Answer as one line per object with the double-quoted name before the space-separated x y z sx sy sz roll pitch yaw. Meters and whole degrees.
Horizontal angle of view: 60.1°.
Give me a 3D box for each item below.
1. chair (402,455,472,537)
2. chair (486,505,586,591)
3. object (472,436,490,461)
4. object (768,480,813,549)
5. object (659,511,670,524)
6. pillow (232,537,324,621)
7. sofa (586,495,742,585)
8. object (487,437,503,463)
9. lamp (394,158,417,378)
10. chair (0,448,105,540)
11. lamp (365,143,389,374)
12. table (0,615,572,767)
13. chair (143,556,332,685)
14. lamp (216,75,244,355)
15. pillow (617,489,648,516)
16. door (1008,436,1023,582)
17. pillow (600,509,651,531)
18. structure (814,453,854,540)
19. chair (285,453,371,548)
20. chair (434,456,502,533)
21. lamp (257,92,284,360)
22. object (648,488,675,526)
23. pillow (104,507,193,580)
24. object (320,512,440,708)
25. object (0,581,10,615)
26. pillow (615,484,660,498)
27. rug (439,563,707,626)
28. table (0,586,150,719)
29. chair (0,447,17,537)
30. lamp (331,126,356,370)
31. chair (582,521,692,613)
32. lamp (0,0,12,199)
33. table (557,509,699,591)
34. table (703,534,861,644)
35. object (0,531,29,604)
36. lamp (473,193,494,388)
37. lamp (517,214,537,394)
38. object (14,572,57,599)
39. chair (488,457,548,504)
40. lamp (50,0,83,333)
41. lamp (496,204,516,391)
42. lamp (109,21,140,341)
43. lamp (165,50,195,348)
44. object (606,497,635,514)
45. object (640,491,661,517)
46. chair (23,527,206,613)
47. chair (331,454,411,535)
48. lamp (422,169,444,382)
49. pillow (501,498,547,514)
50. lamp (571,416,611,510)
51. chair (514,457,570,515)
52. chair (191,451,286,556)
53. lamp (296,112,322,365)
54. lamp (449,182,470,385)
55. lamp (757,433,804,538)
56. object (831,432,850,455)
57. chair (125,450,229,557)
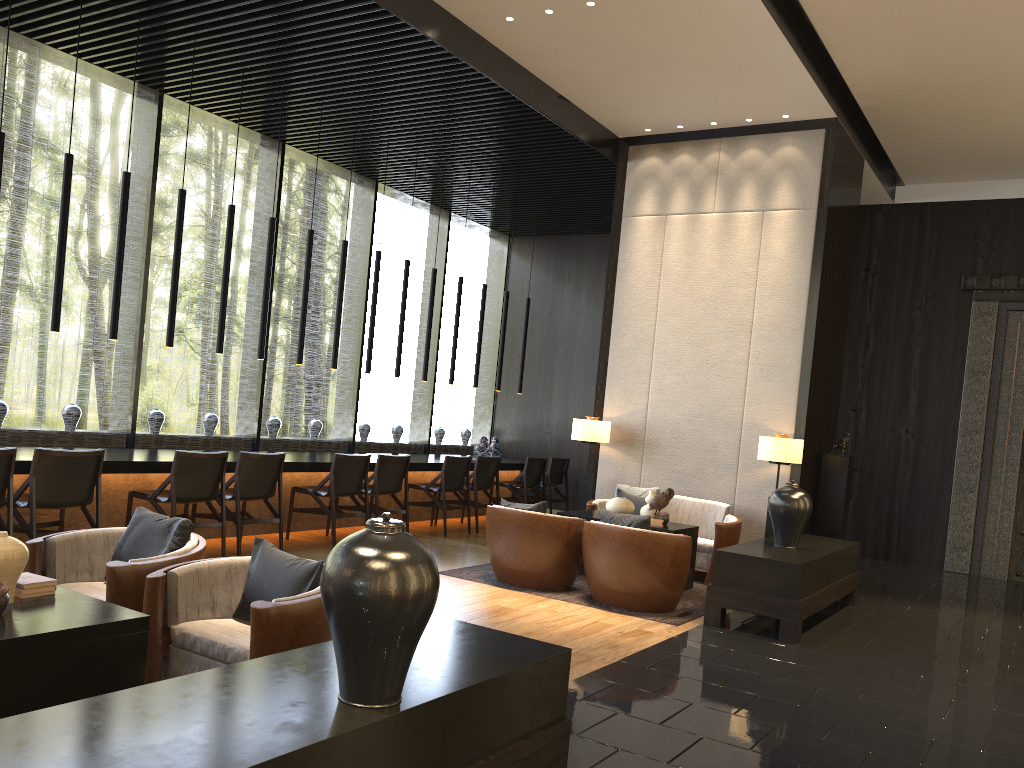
"chair" -0.753 1.144 9.331 0.561 0.828 0.527 6 1 32
"chair" 0.125 1.251 6.824 0.801 0.605 0.607 5 0 32
"object" -0.360 0.779 10.636 0.207 0.310 0.162 5 1 12
"object" 2.041 0.953 6.512 0.311 0.493 0.312 6 1 21
"object" 1.254 1.097 7.288 0.091 0.112 0.091 5 0 -5
"pillow" -0.938 0.829 3.639 0.440 0.338 0.205 5 0 39
"sofa" 1.372 1.366 8.068 1.445 0.694 0.604 5 0 32
"object" -0.223 0.798 10.846 0.164 0.313 0.208 5 1 -33
"lamp" -1.123 -1.273 9.489 0.060 2.423 0.060 6 2 27
"chair" -3.004 0.809 5.738 0.561 0.828 0.527 6 1 32
"lamp" -1.373 -1.310 9.091 0.060 2.423 0.060 6 2 27
"table" -0.577 1.070 2.380 0.618 0.513 1.964 5 -2 32
"chair" -1.024 1.031 3.545 0.801 0.605 0.607 5 0 32
"lamp" -2.374 -1.459 7.493 0.060 2.423 0.060 6 2 37
"pillow" 1.163 1.168 8.139 0.470 0.361 0.219 5 0 29
"door" 6.147 0.868 9.406 1.283 2.700 0.052 6 1 32
"pillow" 0.803 1.079 6.265 0.398 0.362 0.222 5 0 33
"structure" 3.018 1.268 8.355 0.239 1.219 0.240 6 2 32
"chair" -1.610 1.016 7.964 0.561 0.828 0.527 6 1 32
"chair" -0.448 1.189 9.819 0.561 0.828 0.527 6 1 32
"lamp" -2.133 -1.423 7.877 0.060 2.423 0.060 6 2 27
"object" 1.188 0.988 7.170 0.229 0.310 0.173 5 1 -12
"pillow" -1.661 0.772 4.093 0.398 0.362 0.222 5 0 33
"object" -0.352 0.585 2.336 0.312 0.493 0.310 5 1 -39
"object" -1.632 0.672 2.788 0.091 0.112 0.091 5 0 -5
"pillow" 1.162 1.154 8.324 0.432 0.400 0.201 5 1 10
"rug" 0.841 1.637 7.390 2.036 0.008 2.246 4 -2 32
"table" -1.823 0.977 2.997 1.039 0.518 0.577 5 -1 32
"chair" -3.309 0.763 5.251 0.561 0.828 0.527 6 1 32
"lamp" -1.637 -1.349 8.669 0.060 2.423 0.060 6 2 27
"chair" 0.846 1.304 6.370 0.801 0.605 0.607 5 0 32
"lamp" -3.394 -1.611 5.866 0.060 2.423 0.060 6 2 37
"table" 0.944 1.389 7.414 1.039 0.518 0.577 5 -1 32
"table" 2.100 1.468 6.653 0.618 0.513 1.964 5 -2 32
"object" -1.705 0.608 2.943 0.171 0.236 0.170 5 0 -23
"lamp" -0.334 -1.155 10.749 0.060 2.423 0.060 6 2 27
"lamp" 0.210 -1.075 11.617 0.060 2.423 0.060 6 2 27
"object" -1.711 0.706 3.108 0.173 0.051 0.138 4 -2 28
"chair" 0.104 1.271 10.699 0.561 0.828 0.527 6 1 32
"lamp" -3.140 -1.573 6.271 0.060 2.423 0.060 6 2 27
"lamp" -0.065 -1.115 11.179 0.060 2.423 0.060 6 2 27
"lamp" -2.899 -1.537 6.655 0.060 2.423 0.060 6 2 37
"lamp" -2.636 -1.498 7.074 0.060 2.423 0.060 6 2 27
"object" 0.917 1.046 7.504 0.245 0.168 0.245 6 -1 -10
"object" 1.157 1.017 7.354 0.175 0.257 0.174 5 0 -38
"chair" -1.745 0.979 3.999 0.801 0.605 0.607 5 0 32
"chair" -1.304 1.062 8.451 0.561 0.828 0.527 6 1 32
"lamp" -0.869 -1.235 9.895 0.060 2.423 0.060 6 2 27
"pillow" 0.078 1.030 6.719 0.440 0.338 0.205 5 0 39
"lamp" 0.731 0.999 8.753 0.375 1.352 0.373 5 1 -28
"chair" 0.409 1.317 11.186 0.561 0.828 0.527 6 1 32
"chair" -2.161 0.934 7.084 0.561 0.828 0.527 6 1 32
"lamp" -1.883 -1.386 8.277 0.060 2.423 0.060 6 2 27
"lamp" -0.599 -1.195 10.326 0.060 2.423 0.060 6 2 27
"lamp" 2.300 1.113 7.764 0.375 1.352 0.374 5 1 -10
"object" 3.091 0.557 8.320 0.161 0.218 0.102 5 1 20
"chair" -2.466 0.889 6.597 0.561 0.828 0.527 6 1 32
